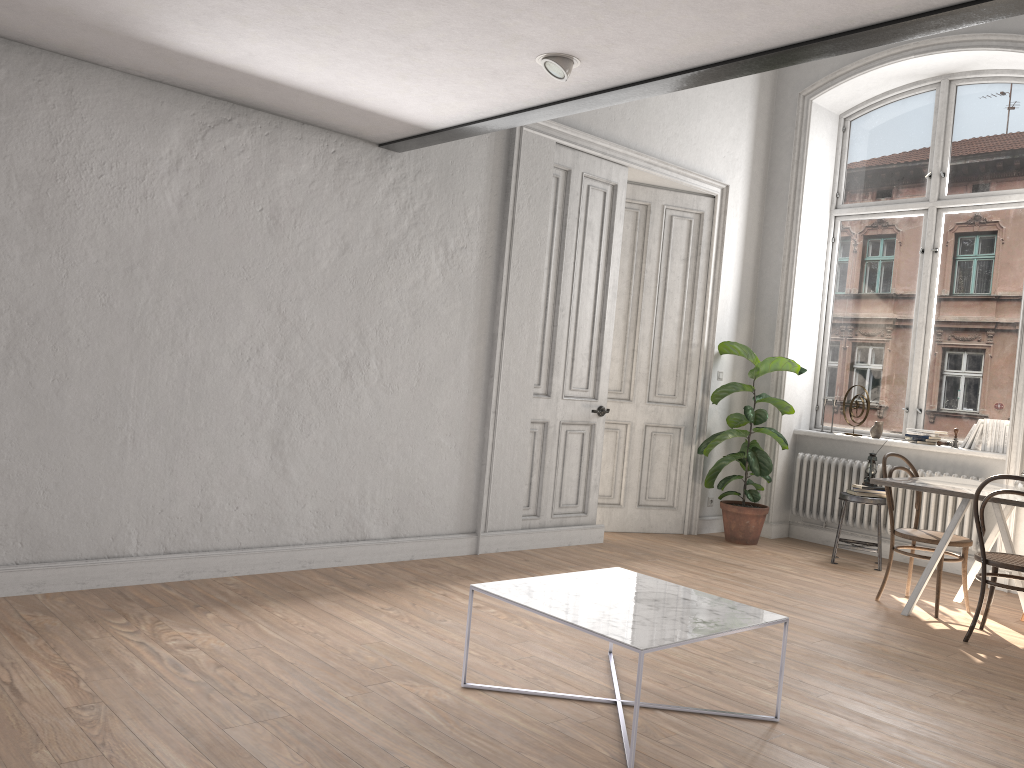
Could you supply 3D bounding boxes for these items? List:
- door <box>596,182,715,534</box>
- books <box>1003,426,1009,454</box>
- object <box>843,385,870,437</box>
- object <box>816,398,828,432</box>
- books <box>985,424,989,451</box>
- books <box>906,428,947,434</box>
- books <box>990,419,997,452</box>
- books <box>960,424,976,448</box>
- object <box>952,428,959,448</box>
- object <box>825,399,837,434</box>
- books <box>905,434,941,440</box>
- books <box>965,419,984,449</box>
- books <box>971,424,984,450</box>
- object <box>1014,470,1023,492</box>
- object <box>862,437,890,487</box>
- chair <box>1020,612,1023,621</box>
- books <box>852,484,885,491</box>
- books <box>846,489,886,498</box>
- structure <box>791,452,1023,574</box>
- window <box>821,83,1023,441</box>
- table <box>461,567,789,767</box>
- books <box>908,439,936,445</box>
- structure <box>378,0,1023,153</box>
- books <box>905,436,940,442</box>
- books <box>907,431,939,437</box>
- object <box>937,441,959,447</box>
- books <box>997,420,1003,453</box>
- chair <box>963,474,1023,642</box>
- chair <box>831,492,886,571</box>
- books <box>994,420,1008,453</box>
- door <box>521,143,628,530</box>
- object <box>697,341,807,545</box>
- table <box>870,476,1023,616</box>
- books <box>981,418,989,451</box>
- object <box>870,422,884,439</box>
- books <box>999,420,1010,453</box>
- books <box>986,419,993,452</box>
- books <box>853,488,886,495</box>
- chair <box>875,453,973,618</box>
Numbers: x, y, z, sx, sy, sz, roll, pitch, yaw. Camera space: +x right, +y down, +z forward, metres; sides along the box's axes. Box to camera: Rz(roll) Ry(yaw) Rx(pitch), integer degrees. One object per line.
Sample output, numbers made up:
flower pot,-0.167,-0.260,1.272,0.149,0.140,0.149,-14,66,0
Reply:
door,1.072,-0.192,7.206,1.097,2.815,0.216,5,1,-17
books,3.676,0.412,6.550,0.155,0.205,0.020,4,1,-42
object,2.878,0.221,7.415,0.087,0.425,0.347,5,1,-9
object,2.696,0.270,7.670,0.095,0.289,0.095,5,1,-10
books,3.590,0.404,6.646,0.155,0.205,0.020,4,1,-42
books,3.272,0.372,6.992,0.174,0.019,0.243,5,1,-32
books,3.620,0.388,6.612,0.174,0.244,0.019,4,1,-42
books,3.501,0.398,6.751,0.155,0.194,0.105,4,1,-43
object,3.389,0.411,6.771,0.048,0.153,0.088,5,1,18
object,2.731,0.275,7.544,0.095,0.289,0.095,5,1,-19
books,3.247,0.416,7.004,0.147,0.023,0.221,5,1,-26
books,3.525,0.381,6.718,0.174,0.235,0.100,4,1,-42
books,3.541,0.399,6.701,0.155,0.203,0.072,4,1,-42
object,2.927,0.521,5.022,0.132,0.219,0.132,6,1,38
object,2.768,0.588,6.749,0.163,0.383,0.154,6,1,22
chair,3.396,0.992,5.349,0.549,0.921,0.437,4,1,-44
books,2.722,0.788,6.742,0.221,0.027,0.147,5,1,-10
books,2.706,0.835,6.750,0.246,0.034,0.194,5,1,-2
structure,4.265,-0.718,5.616,0.340,4.474,5.179,4,1,-42
window,3.399,-0.991,7.215,0.013,2.843,1.621,4,1,-42
table,0.420,1.011,3.344,0.849,0.392,0.849,4,1,-42
books,3.241,0.460,7.014,0.147,0.023,0.221,5,1,7
structure,-0.192,-1.889,1.636,4.159,1.213,5.924,4,1,-42
books,3.244,0.438,7.007,0.155,0.022,0.205,5,1,-22
books,3.241,0.395,6.994,0.205,0.020,0.155,6,1,38
object,3.369,0.460,6.873,0.153,0.048,0.088,5,1,-2
books,3.664,0.392,6.596,0.175,0.243,0.024,4,1,-42
chair,2.693,0.936,4.727,0.437,0.921,0.549,6,1,44
chair,2.645,1.105,6.747,0.364,0.523,0.360,6,1,22
books,3.646,0.390,6.609,0.174,0.244,0.019,4,1,-42
door,0.319,-0.249,6.307,1.097,2.815,0.216,4,2,-40
object,3.458,0.535,5.197,0.792,1.842,5.824,4,1,-37
table,3.215,1.052,4.785,1.100,0.780,2.199,4,1,-42
books,3.590,0.384,6.679,0.175,0.243,0.024,4,1,-42
object,2.990,0.374,7.272,0.100,0.142,0.102,6,1,23
books,3.662,0.392,6.565,0.174,0.244,0.019,4,1,-42
books,3.599,0.386,6.622,0.175,0.243,0.024,4,1,-42
books,2.718,0.810,6.743,0.232,0.029,0.163,5,1,19
chair,2.557,0.915,5.495,0.438,0.921,0.549,4,1,-34
